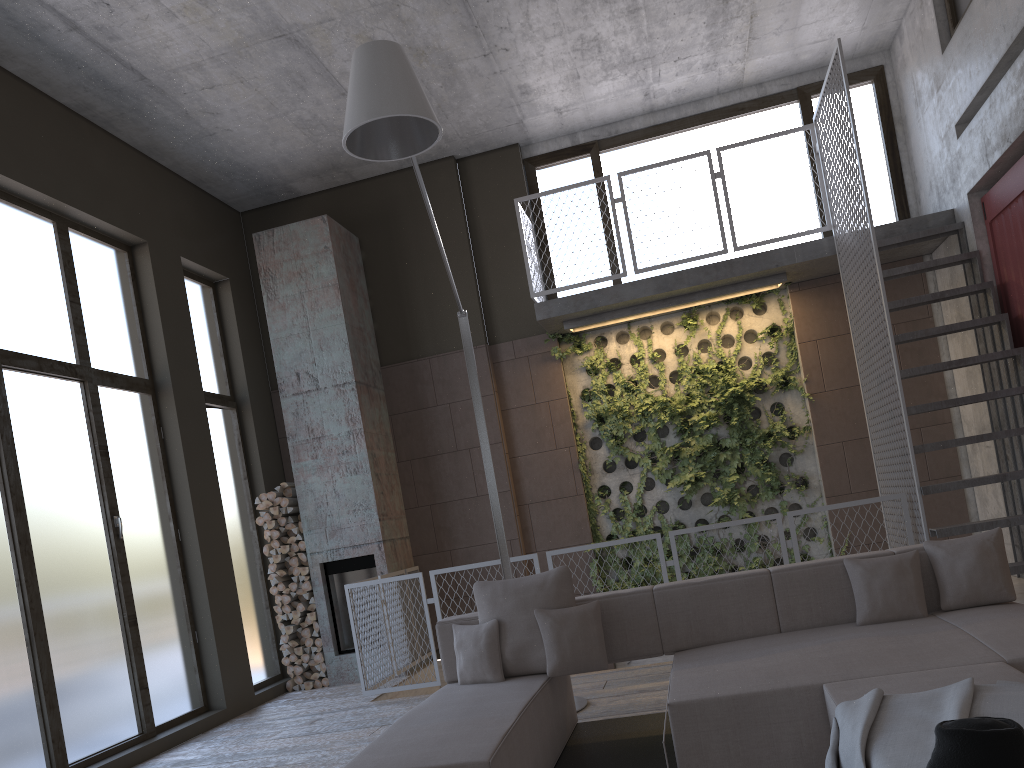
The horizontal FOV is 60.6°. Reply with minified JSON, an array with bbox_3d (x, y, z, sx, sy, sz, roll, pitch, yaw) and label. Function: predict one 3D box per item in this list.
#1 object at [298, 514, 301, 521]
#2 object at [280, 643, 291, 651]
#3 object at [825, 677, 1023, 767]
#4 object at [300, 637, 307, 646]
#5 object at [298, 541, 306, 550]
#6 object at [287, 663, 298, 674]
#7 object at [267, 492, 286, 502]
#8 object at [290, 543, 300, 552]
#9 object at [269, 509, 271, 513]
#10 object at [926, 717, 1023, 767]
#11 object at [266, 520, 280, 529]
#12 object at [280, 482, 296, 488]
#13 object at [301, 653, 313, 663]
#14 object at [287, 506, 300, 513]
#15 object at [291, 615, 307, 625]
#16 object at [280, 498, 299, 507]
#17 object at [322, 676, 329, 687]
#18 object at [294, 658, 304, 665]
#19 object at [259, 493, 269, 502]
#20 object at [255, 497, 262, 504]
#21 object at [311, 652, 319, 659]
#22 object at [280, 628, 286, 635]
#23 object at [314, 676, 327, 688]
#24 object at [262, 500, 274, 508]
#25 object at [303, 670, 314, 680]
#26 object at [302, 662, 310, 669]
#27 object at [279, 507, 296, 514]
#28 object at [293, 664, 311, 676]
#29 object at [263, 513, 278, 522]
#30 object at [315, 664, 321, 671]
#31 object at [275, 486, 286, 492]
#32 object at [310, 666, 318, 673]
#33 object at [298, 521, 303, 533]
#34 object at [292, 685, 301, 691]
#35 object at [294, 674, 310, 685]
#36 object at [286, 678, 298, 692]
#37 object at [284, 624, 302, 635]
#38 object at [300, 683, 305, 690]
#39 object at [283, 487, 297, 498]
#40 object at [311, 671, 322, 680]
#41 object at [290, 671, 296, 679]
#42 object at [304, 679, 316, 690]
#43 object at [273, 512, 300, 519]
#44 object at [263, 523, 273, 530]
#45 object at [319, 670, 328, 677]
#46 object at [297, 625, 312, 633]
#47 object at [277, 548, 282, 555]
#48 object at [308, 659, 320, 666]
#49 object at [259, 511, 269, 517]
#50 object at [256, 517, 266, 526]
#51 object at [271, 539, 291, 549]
[{"bbox_3d":[-2.071,1.350,8.941,0.100,0.101,0.294,-11,-8,12],"label":"object"},{"bbox_3d":[-2.228,2.645,8.918,0.122,0.067,0.366,-11,-9,10],"label":"object"},{"bbox_3d":[1.202,1.161,2.250,1.059,0.498,1.593,-14,-9,29],"label":"object"},{"bbox_3d":[-2.030,2.584,8.923,0.102,0.086,0.365,-11,-9,11],"label":"object"},{"bbox_3d":[-2.027,1.622,8.877,0.092,0.091,0.440,-11,-9,10],"label":"object"},{"bbox_3d":[-2.173,2.869,8.904,0.101,0.102,0.294,-11,-8,12],"label":"object"},{"bbox_3d":[-2.349,1.133,8.817,0.104,0.102,0.294,-11,-8,10],"label":"object"},{"bbox_3d":[-2.109,1.647,8.899,0.091,0.088,0.458,-11,-9,10],"label":"object"},{"bbox_3d":[-2.368,1.286,8.982,0.072,0.071,0.425,-11,-9,10],"label":"object"},{"bbox_3d":[1.107,0.882,2.090,0.302,0.168,0.302,-10,-7,-1],"label":"object"},{"bbox_3d":[-2.329,1.414,8.877,0.094,0.083,0.483,-11,-9,10],"label":"object"},{"bbox_3d":[-2.236,1.029,8.896,0.088,0.055,0.334,-11,-9,10],"label":"object"},{"bbox_3d":[-1.998,2.736,8.869,0.091,0.088,0.458,-11,-9,9],"label":"object"},{"bbox_3d":[-2.142,1.262,8.844,0.066,0.067,0.425,-11,-9,10],"label":"object"},{"bbox_3d":[-2.090,2.372,8.876,0.115,0.078,0.438,-11,-9,10],"label":"object"},{"bbox_3d":[-2.197,1.192,8.847,0.094,0.092,0.440,-11,-9,10],"label":"object"},{"bbox_3d":[-1.794,2.969,8.864,0.092,0.091,0.440,-11,-9,10],"label":"object"},{"bbox_3d":[-2.090,2.783,8.870,0.089,0.056,0.334,-11,-9,10],"label":"object"},{"bbox_3d":[-2.421,1.156,8.919,0.091,0.089,0.458,-11,-9,9],"label":"object"},{"bbox_3d":[-2.485,1.180,8.903,0.068,0.068,0.426,-11,-9,10],"label":"object"},{"bbox_3d":[-1.927,2.716,8.884,0.067,0.070,0.426,-11,-9,10],"label":"object"},{"bbox_3d":[-2.217,2.479,8.884,0.067,0.066,0.425,-11,-9,10],"label":"object"},{"bbox_3d":[-1.875,2.995,8.886,0.091,0.088,0.458,-11,-9,10],"label":"object"},{"bbox_3d":[-2.374,1.214,8.870,0.113,0.079,0.438,-11,-9,10],"label":"object"},{"bbox_3d":[-2.001,2.937,8.927,0.101,0.086,0.365,-11,-9,10],"label":"object"},{"bbox_3d":[-2.020,2.812,8.882,0.065,0.073,0.362,-10,-9,9],"label":"object"},{"bbox_3d":[-2.220,1.279,8.861,0.068,0.066,0.425,-11,-9,10],"label":"object"},{"bbox_3d":[-2.089,2.854,8.841,0.099,0.106,0.296,-11,-8,12],"label":"object"},{"bbox_3d":[-2.375,1.344,8.878,0.091,0.088,0.458,-11,-9,10],"label":"object"},{"bbox_3d":[-1.877,2.837,8.861,0.067,0.084,0.428,-10,-9,8],"label":"object"},{"bbox_3d":[-2.295,1.075,8.883,0.065,0.072,0.362,-10,-9,9],"label":"object"},{"bbox_3d":[-1.948,2.873,8.948,0.104,0.101,0.294,-11,-8,10],"label":"object"},{"bbox_3d":[-2.050,1.440,8.867,0.064,0.125,0.366,-10,-8,9],"label":"object"},{"bbox_3d":[-2.109,3.049,8.920,0.067,0.066,0.425,-11,-9,10],"label":"object"},{"bbox_3d":[-2.079,2.965,8.918,0.093,0.092,0.440,-11,-9,10],"label":"object"},{"bbox_3d":[-2.184,3.031,8.898,0.064,0.124,0.366,-10,-8,9],"label":"object"},{"bbox_3d":[-2.146,2.454,8.866,0.094,0.083,0.483,-11,-9,10],"label":"object"},{"bbox_3d":[-2.031,3.035,8.903,0.067,0.066,0.425,-11,-9,10],"label":"object"},{"bbox_3d":[-2.215,1.108,8.925,0.100,0.107,0.296,-11,-8,11],"label":"object"},{"bbox_3d":[-1.903,2.928,8.895,0.115,0.078,0.438,-11,-9,10],"label":"object"},{"bbox_3d":[-2.164,2.903,8.818,0.045,0.072,0.253,-10,-8,10],"label":"object"},{"bbox_3d":[-1.960,3.010,8.885,0.094,0.083,0.483,-11,-9,10],"label":"object"},{"bbox_3d":[-2.272,1.332,8.887,0.115,0.078,0.438,-11,-9,10],"label":"object"},{"bbox_3d":[-2.400,1.440,8.894,0.067,0.066,0.425,-11,-9,10],"label":"object"},{"bbox_3d":[-1.837,2.886,8.861,0.071,0.072,0.425,-11,-9,10],"label":"object"},{"bbox_3d":[-2.071,2.463,8.884,0.065,0.073,0.361,-11,-9,12],"label":"object"},{"bbox_3d":[-2.264,1.688,8.916,0.067,0.066,0.425,-11,-9,10],"label":"object"},{"bbox_3d":[-1.925,2.778,8.857,0.122,0.067,0.365,-11,-9,12],"label":"object"},{"bbox_3d":[-2.438,1.317,8.912,0.066,0.085,0.428,-10,-9,8],"label":"object"},{"bbox_3d":[-2.454,1.386,8.900,0.092,0.091,0.440,-11,-9,10],"label":"object"},{"bbox_3d":[-2.312,1.618,8.930,0.093,0.092,0.440,-11,-9,10],"label":"object"}]
